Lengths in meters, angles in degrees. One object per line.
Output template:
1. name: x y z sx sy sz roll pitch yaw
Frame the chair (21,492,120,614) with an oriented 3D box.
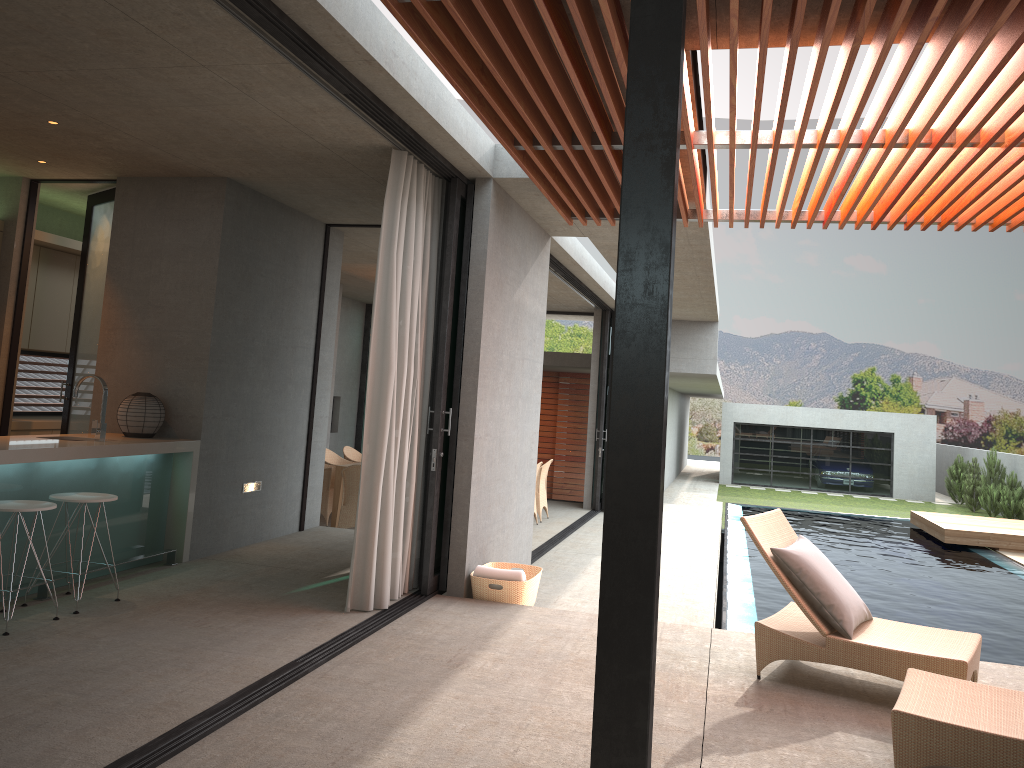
1. chair: -2.572 0.981 5.239 0.382 0.629 0.379 3 -5 14

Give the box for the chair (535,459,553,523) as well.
1. chair: 0.242 1.475 12.526 0.630 0.870 0.612 3 -4 14

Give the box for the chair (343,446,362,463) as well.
1. chair: -2.063 1.321 12.322 0.630 0.870 0.612 3 -4 14

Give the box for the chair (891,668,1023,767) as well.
1. chair: 2.627 1.198 3.142 2.296 0.834 0.695 3 -4 29

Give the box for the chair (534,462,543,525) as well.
1. chair: 0.067 1.450 11.813 0.630 0.870 0.612 3 -4 14

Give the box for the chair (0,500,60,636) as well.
1. chair: -2.690 0.964 4.751 0.382 0.629 0.379 3 -5 14

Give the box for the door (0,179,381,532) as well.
1. door: -1.737 0.541 1.858 5.763 4.506 15.263 4 -2 -14

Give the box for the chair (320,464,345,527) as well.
1. chair: -2.412 1.271 10.895 0.630 0.870 0.612 3 -4 14

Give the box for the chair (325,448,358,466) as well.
1. chair: -2.237 1.296 11.609 0.630 0.870 0.612 3 -4 14

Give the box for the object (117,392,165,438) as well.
1. object: -2.796 0.232 6.665 0.340 0.337 0.338 3 -3 5

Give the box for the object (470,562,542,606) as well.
1. object: -0.043 1.501 6.358 0.446 0.303 0.675 3 -2 14

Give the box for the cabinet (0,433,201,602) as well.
1. cabinet: -3.271 0.787 4.785 0.801 0.905 4.095 3 -1 14

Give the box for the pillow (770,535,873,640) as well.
1. pillow: 1.708 1.100 4.857 0.427 0.430 0.604 2 -3 32

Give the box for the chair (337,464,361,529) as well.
1. chair: -1.573 1.303 9.700 0.618 0.870 0.625 3 -4 14

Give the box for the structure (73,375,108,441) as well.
1. structure: -2.906 0.160 6.051 0.258 0.445 0.096 3 -6 14

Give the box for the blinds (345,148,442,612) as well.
1. blinds: -0.754 -0.052 5.955 0.230 2.958 0.877 3 -6 10

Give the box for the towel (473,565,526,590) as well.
1. towel: -0.070 1.439 6.218 0.369 0.314 0.307 3 -4 14

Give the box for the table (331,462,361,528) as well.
1. table: -1.079 1.426 11.708 1.280 0.762 3.236 3 -1 14

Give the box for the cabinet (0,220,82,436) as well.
1. cabinet: -4.370 -0.110 5.560 1.966 2.583 7.423 3 -2 14

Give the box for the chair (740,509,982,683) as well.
1. chair: 2.350 1.204 4.439 2.295 0.834 0.695 3 -4 33
